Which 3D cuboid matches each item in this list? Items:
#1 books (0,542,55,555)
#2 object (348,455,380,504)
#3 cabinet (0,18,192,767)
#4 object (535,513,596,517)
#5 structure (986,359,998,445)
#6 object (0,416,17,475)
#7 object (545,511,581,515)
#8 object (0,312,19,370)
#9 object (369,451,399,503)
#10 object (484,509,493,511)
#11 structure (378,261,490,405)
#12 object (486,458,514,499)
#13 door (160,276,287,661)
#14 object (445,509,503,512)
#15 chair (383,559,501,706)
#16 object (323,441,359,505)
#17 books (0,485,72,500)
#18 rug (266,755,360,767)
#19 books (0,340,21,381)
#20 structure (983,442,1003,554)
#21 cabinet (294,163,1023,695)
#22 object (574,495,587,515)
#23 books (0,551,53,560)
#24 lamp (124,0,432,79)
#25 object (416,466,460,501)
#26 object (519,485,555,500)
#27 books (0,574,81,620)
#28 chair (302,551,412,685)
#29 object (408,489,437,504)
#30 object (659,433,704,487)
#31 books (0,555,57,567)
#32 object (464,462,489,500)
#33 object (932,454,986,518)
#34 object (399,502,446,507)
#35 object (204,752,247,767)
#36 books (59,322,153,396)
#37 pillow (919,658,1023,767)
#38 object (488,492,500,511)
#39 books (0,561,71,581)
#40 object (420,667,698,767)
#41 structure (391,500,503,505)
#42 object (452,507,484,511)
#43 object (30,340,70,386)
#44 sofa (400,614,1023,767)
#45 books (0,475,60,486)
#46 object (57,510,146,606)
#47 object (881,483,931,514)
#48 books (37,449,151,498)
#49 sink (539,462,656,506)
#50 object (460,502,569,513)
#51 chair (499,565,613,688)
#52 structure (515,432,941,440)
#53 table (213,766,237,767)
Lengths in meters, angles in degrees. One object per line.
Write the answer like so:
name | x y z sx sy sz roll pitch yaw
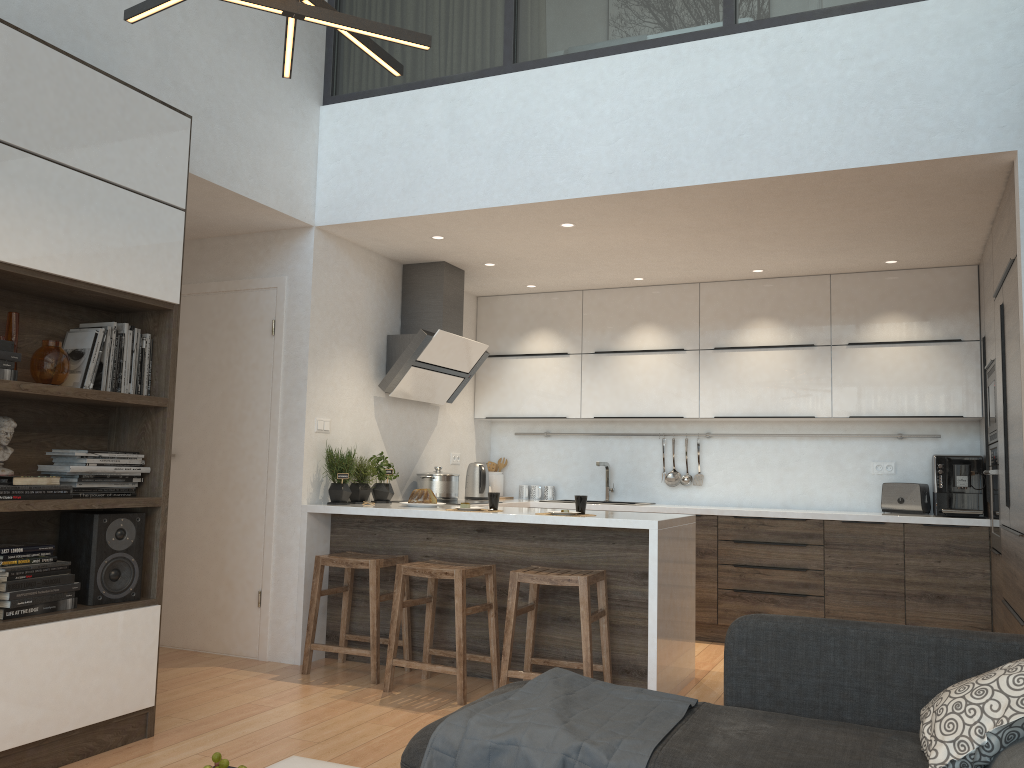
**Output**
books | -1.763 0.581 3.130 0.161 0.023 0.213 -2 -6 27
object | -0.876 0.555 5.175 0.221 0.283 0.211 -3 -7 37
cabinet | -2.311 -0.071 1.790 0.338 2.494 4.036 -1 -6 24
object | 0.266 0.647 4.391 0.304 0.002 0.304 5 -7 -34
structure | 2.831 0.108 4.753 0.459 0.430 0.595 -1 -6 24
object | -1.808 0.216 3.115 0.117 0.207 0.116 4 -6 -25
object | 0.251 0.634 4.351 0.176 0.014 0.176 -2 -6 28
object | -1.792 -0.126 3.142 0.082 0.265 0.081 7 -8 -44
object | -0.791 0.561 5.352 0.179 0.311 0.172 -3 -7 35
object | -0.129 0.646 4.540 0.025 0.011 0.126 -2 -6 28
structure | -0.485 -0.386 5.866 0.407 0.998 0.898 -1 -6 24
object | -0.147 0.718 6.811 0.221 0.316 0.330 -1 -6 24
door | -1.744 0.460 5.114 0.974 2.136 0.085 -1 -6 24
object | -0.196 0.659 4.628 0.305 0.002 0.305 2 -6 -7
chair | -0.325 1.176 4.288 0.450 0.600 0.350 -2 -6 29
object | -0.965 0.492 4.983 0.186 0.367 0.196 -1 -6 24
books | -1.733 0.371 3.059 0.250 0.047 0.310 -2 -6 29
rug | -0.572 1.217 1.795 1.606 0.013 2.496 -1 -6 24
books | -1.851 -0.087 2.902 0.277 0.137 0.343 -1 -6 19
structure | 2.802 0.606 4.711 0.495 0.570 0.595 -1 -6 24
cabinet | 0.945 0.397 5.250 3.495 2.401 2.401 -1 -6 24
object | 0.344 0.605 4.434 0.066 0.093 0.066 2 -6 -3
books | -1.750 0.599 3.120 0.142 0.015 0.198 -1 -6 22
lamp | -0.410 -2.579 2.022 1.200 3.645 0.831 -2 -7 34
object | -0.494 0.660 5.899 0.315 0.223 0.288 4 -6 -25
object | 0.187 0.830 6.783 0.297 0.105 0.112 -1 -6 26
books | -1.723 0.733 3.103 0.248 0.123 0.307 -1 -6 19
chair | -0.793 1.198 4.628 0.450 0.600 0.350 -1 -6 24
object | -0.503 0.636 4.971 0.155 0.101 0.161 -1 -6 20
object | 1.219 0.549 6.390 0.320 0.389 0.069 -1 -6 25
books | -1.748 0.618 3.118 0.161 0.023 0.213 -2 -6 27
object | -0.255 0.698 6.394 0.179 0.270 0.220 0 -6 11
object | 2.737 0.622 5.441 0.274 0.378 0.532 -1 -6 24
object | -0.499 0.674 4.952 0.261 0.021 0.261 0 -6 18
object | -0.590 0.785 1.705 0.256 0.173 0.279 -1 -6 21
books | -1.612 -0.098 3.477 0.201 0.287 0.332 -1 -6 24
pillow | 0.654 0.630 1.115 0.386 0.364 2.734 -2 -6 28
object | -0.096 0.617 4.661 0.066 0.093 0.066 5 -7 -30
books | -1.742 0.651 3.114 0.224 0.042 0.277 -1 -6 19
object | 0.157 0.998 2.295 0.548 0.369 0.685 -2 -7 32
structure | -0.435 0.759 5.713 0.550 0.006 0.609 -1 -6 24
object | -0.223 0.647 4.600 0.176 0.014 0.176 0 -6 14
object | -1.669 -0.070 3.206 0.130 0.171 0.130 4 -6 -27
sofa | 0.059 0.689 1.256 2.108 0.995 3.169 -1 -6 24
books | -1.753 0.334 3.082 0.266 0.030 0.209 0 -6 17
object | -1.579 0.661 3.414 0.244 0.331 0.214 -2 -7 34
object | 2.523 0.732 5.688 0.260 0.195 0.177 -4 -8 44
books | -1.615 0.344 3.403 0.224 0.176 0.374 -1 -6 23
sink | 0.617 0.816 6.334 0.706 0.518 0.512 -1 -6 24
object | 0.007 0.625 4.469 0.597 0.039 0.064 -1 -6 20
chair | 0.214 1.174 4.136 0.450 0.600 0.350 -1 -6 21
structure | 1.400 0.365 6.339 3.000 0.045 0.050 -1 -6 24
table | -0.525 1.026 1.642 0.700 0.323 0.700 -1 -6 24
